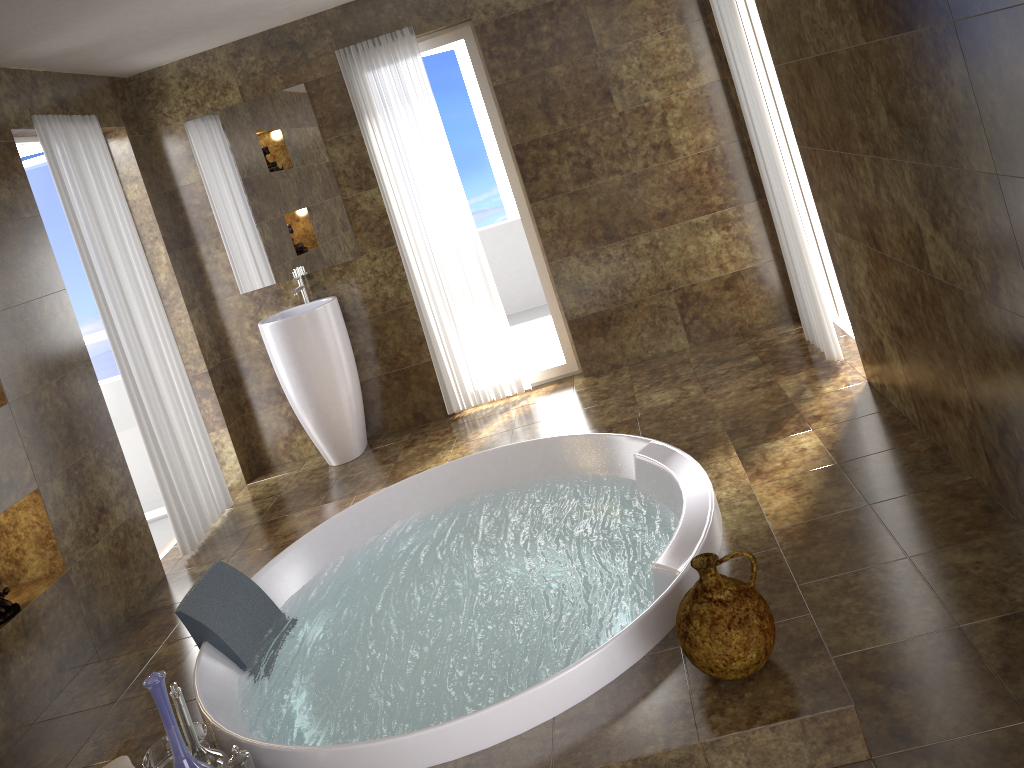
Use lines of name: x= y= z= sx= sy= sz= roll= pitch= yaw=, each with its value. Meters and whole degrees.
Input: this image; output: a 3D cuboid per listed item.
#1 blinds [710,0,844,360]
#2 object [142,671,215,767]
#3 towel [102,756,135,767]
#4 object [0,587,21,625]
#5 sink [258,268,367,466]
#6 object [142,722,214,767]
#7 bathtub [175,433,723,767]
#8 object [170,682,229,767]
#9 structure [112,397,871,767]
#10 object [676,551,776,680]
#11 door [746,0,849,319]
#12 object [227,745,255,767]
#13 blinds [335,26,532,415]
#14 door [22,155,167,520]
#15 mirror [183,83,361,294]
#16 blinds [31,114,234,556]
blinds: x=1.201 y=-1.225 z=4.209 sx=0.068 sy=2.212 sz=0.498 roll=-17 pitch=4 yaw=9
object: x=-0.778 y=0.871 z=2.031 sx=0.134 sy=0.408 sz=0.141 roll=-17 pitch=5 yaw=15
towel: x=-1.058 y=1.094 z=2.122 sx=0.336 sy=0.146 sz=0.335 roll=-28 pitch=17 yaw=-37
object: x=-1.925 y=0.738 z=3.163 sx=0.151 sy=0.266 sz=0.156 roll=-17 pitch=6 yaw=8
sink: x=-1.124 y=-0.098 z=4.947 sx=0.454 sy=1.104 sz=0.451 roll=-17 pitch=5 yaw=10
object: x=-0.890 y=1.002 z=2.315 sx=0.172 sy=0.073 sz=0.173 roll=-20 pitch=14 yaw=-11
bathtub: x=-0.140 y=0.691 z=2.910 sx=1.715 sy=0.508 sz=1.848 roll=-6 pitch=18 yaw=37
object: x=-0.805 y=0.895 z=2.176 sx=0.128 sy=0.299 sz=0.135 roll=-16 pitch=5 yaw=15
structure: x=-0.137 y=0.697 z=2.912 sx=1.990 sy=0.120 sz=2.090 roll=-16 pitch=15 yaw=7
object: x=0.493 y=0.541 z=2.040 sx=0.236 sy=0.267 sz=0.230 roll=-21 pitch=9 yaw=-20
door: x=1.815 y=-1.404 z=4.339 sx=0.936 sy=2.164 sz=0.042 roll=-13 pitch=5 yaw=41
object: x=-0.676 y=0.958 z=2.161 sx=0.060 sy=0.112 sz=0.057 roll=-21 pitch=7 yaw=-30
blinds: x=-0.465 y=-0.939 z=5.025 sx=0.516 sy=2.201 sz=0.069 roll=-17 pitch=3 yaw=5
door: x=-2.520 y=-0.212 z=4.958 sx=0.967 sy=2.164 sz=0.040 roll=-18 pitch=3 yaw=-5
mirror: x=-1.420 y=-1.147 z=5.113 sx=0.763 sy=1.061 sz=0.008 roll=-17 pitch=3 yaw=6
blinds: x=-1.898 y=-0.305 z=4.416 sx=0.067 sy=2.212 sz=0.618 roll=-17 pitch=4 yaw=9
